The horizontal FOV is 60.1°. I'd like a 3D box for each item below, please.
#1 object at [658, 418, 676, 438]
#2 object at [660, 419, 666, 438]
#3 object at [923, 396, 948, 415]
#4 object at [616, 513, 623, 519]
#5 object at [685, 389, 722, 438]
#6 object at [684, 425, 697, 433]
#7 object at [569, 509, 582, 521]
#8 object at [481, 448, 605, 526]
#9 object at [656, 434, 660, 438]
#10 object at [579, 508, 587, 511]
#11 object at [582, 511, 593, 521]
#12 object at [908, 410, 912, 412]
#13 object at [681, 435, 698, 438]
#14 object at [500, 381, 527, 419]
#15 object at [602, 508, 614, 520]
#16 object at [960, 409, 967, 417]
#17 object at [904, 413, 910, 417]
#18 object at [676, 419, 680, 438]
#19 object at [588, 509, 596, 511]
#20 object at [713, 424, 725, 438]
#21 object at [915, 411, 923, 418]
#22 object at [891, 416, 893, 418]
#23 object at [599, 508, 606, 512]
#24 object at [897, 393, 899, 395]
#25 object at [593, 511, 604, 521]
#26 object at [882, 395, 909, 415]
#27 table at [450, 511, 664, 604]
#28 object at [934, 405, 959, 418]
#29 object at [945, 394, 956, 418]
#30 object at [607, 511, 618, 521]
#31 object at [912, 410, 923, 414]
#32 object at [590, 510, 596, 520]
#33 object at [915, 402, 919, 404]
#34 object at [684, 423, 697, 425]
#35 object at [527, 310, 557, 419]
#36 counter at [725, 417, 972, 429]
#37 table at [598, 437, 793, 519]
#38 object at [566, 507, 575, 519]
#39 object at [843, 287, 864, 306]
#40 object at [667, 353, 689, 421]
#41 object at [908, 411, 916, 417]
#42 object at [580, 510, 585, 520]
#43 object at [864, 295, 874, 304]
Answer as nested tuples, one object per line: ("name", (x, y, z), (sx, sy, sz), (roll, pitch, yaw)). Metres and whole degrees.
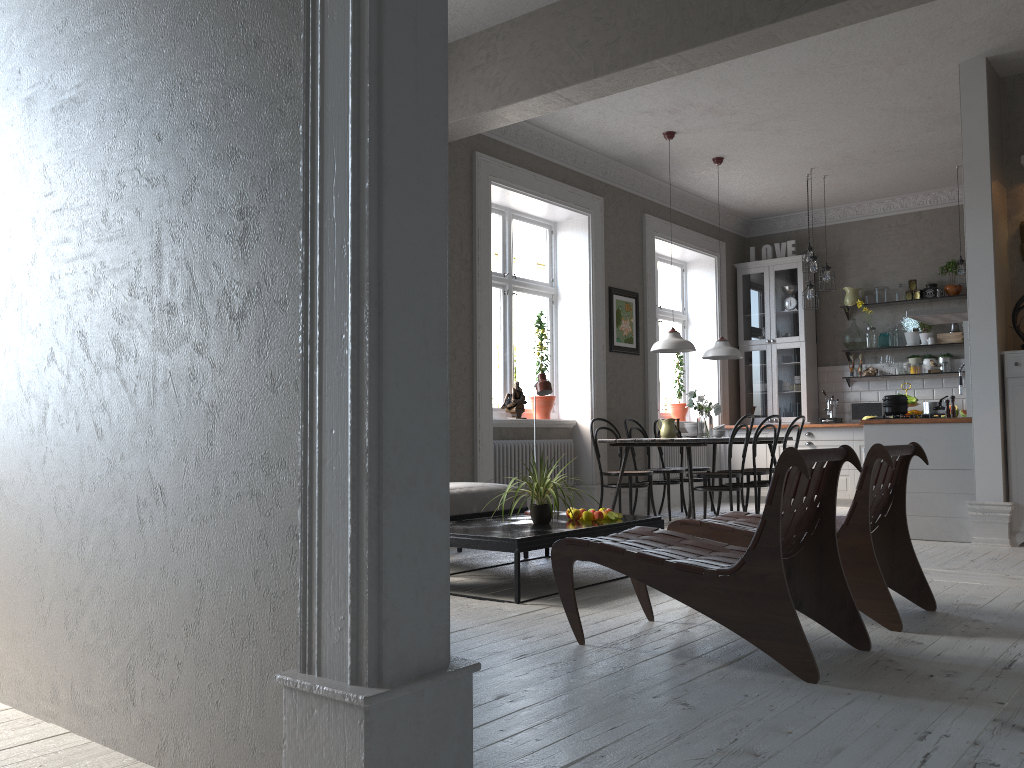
("object", (1.308, 0.373, 7.453), (0.149, 0.170, 0.136), (-1, -3, 0))
("object", (1.332, 0.386, 7.683), (0.094, 0.172, 0.097), (-2, -4, 20))
("object", (3.204, 0.162, 6.604), (0.177, 0.134, 0.300), (0, -4, -16))
("object", (0.582, 0.734, 4.932), (0.067, 0.037, 0.046), (1, -4, -25))
("object", (1.622, 0.248, 7.476), (0.305, 0.414, 0.256), (-3, -4, 37))
("object", (1.655, 0.422, 8.033), (0.176, 0.094, 0.183), (-3, -4, 30))
("object", (0.347, 0.717, 4.849), (0.071, 0.066, 0.069), (2, -4, -36))
("object", (0.186, 0.541, 4.707), (0.676, 0.420, 0.717), (2, -4, -33))
("object", (1.374, 0.432, 7.960), (0.137, 0.112, 0.141), (-2, -4, 21))
("object", (0.396, 0.728, 4.973), (0.056, 0.058, 0.059), (-2, -4, 21))
("object", (0.412, 0.716, 4.826), (0.063, 0.063, 0.060), (1, -4, -20))
("object", (4.192, 0.318, 9.308), (0.083, 0.093, 0.088), (-3, -4, 35))
("object", (1.656, 0.475, 8.030), (0.242, 0.027, 0.233), (2, -4, -33))
("object", (0.014, 0.136, 7.560), (0.117, 0.329, 0.242), (-3, -4, 40))
("object", (0.526, 0.718, 4.877), (0.076, 0.064, 0.073), (1, -4, -21))
("object", (4.516, 0.309, 8.676), (0.221, 0.127, 0.151), (-2, -4, 21))
("object", (4.064, 0.332, 9.161), (0.112, 0.110, 0.112), (-1, -3, 6))
("object", (1.404, 0.376, 7.485), (0.060, 0.167, 0.058), (2, -4, -38))
("object", (0.449, 0.725, 4.942), (0.062, 0.058, 0.061), (0, -3, -7))
("object", (1.849, 0.422, 7.935), (0.130, 0.119, 0.122), (2, -4, -35))
("object", (4.240, 0.300, 9.205), (0.128, 0.120, 0.060), (1, -4, -28))
("object", (4.062, 0.367, 9.349), (0.154, 0.072, 0.075), (1, -4, -22))
("object", (0.512, 0.723, 4.951), (0.059, 0.062, 0.064), (-2, -4, 20))
("object", (4.080, 0.124, 9.294), (0.072, 0.058, 0.051), (-1, -4, 15))
("object", (0.471, 0.718, 4.810), (0.057, 0.058, 0.056), (1, -4, -27))
("object", (2.851, 0.157, 6.587), (0.188, 0.147, 0.195), (-2, -4, 18))
("table", (0.122, 0.898, 4.778), (0.832, 0.303, 1.337), (-3, -4, 39))
("object", (4.350, 0.299, 8.875), (0.221, 0.174, 0.231), (1, -4, -29))
("object", (3.105, 0.158, 6.276), (0.071, 0.167, 0.036), (-3, -4, 39))
("object", (0.543, 0.719, 4.813), (0.061, 0.053, 0.057), (3, -5, -45))
("object", (4.224, 0.295, 9.228), (0.124, 0.056, 0.061), (-3, -4, 31))
("object", (0.449, 0.721, 4.880), (0.055, 0.058, 0.059), (-2, -4, 29))
("object", (4.209, 0.204, 9.228), (0.050, 0.050, 0.051), (3, -5, -42))
("object", (1.655, 0.402, 8.035), (0.176, 0.094, 0.183), (-3, -4, 30))
("object", (0.262, -0.177, 7.891), (0.272, 0.991, 0.267), (0, -3, -12))
("counter", (3.019, 0.382, 8.323), (3.096, 0.039, 3.461), (-3, -4, 39))
("table", (1.669, 0.839, 7.770), (0.886, 0.735, 1.960), (-3, -4, 39))
("object", (0.332, 0.722, 4.939), (0.065, 0.066, 0.072), (-4, -5, 44))
("object", (3.776, -0.965, 9.806), (0.177, 0.216, 0.187), (2, -4, -37))
("object", (1.854, 0.011, 9.858), (0.264, 0.813, 0.256), (1, -4, -24))
("object", (4.143, 0.322, 9.197), (0.089, 0.078, 0.087), (1, -4, -25))
("object", (0.388, 0.725, 4.907), (0.057, 0.056, 0.061), (-2, -4, 26))
("object", (3.936, -0.916, 9.751), (0.101, 0.111, 0.105), (-3, -4, 38))
